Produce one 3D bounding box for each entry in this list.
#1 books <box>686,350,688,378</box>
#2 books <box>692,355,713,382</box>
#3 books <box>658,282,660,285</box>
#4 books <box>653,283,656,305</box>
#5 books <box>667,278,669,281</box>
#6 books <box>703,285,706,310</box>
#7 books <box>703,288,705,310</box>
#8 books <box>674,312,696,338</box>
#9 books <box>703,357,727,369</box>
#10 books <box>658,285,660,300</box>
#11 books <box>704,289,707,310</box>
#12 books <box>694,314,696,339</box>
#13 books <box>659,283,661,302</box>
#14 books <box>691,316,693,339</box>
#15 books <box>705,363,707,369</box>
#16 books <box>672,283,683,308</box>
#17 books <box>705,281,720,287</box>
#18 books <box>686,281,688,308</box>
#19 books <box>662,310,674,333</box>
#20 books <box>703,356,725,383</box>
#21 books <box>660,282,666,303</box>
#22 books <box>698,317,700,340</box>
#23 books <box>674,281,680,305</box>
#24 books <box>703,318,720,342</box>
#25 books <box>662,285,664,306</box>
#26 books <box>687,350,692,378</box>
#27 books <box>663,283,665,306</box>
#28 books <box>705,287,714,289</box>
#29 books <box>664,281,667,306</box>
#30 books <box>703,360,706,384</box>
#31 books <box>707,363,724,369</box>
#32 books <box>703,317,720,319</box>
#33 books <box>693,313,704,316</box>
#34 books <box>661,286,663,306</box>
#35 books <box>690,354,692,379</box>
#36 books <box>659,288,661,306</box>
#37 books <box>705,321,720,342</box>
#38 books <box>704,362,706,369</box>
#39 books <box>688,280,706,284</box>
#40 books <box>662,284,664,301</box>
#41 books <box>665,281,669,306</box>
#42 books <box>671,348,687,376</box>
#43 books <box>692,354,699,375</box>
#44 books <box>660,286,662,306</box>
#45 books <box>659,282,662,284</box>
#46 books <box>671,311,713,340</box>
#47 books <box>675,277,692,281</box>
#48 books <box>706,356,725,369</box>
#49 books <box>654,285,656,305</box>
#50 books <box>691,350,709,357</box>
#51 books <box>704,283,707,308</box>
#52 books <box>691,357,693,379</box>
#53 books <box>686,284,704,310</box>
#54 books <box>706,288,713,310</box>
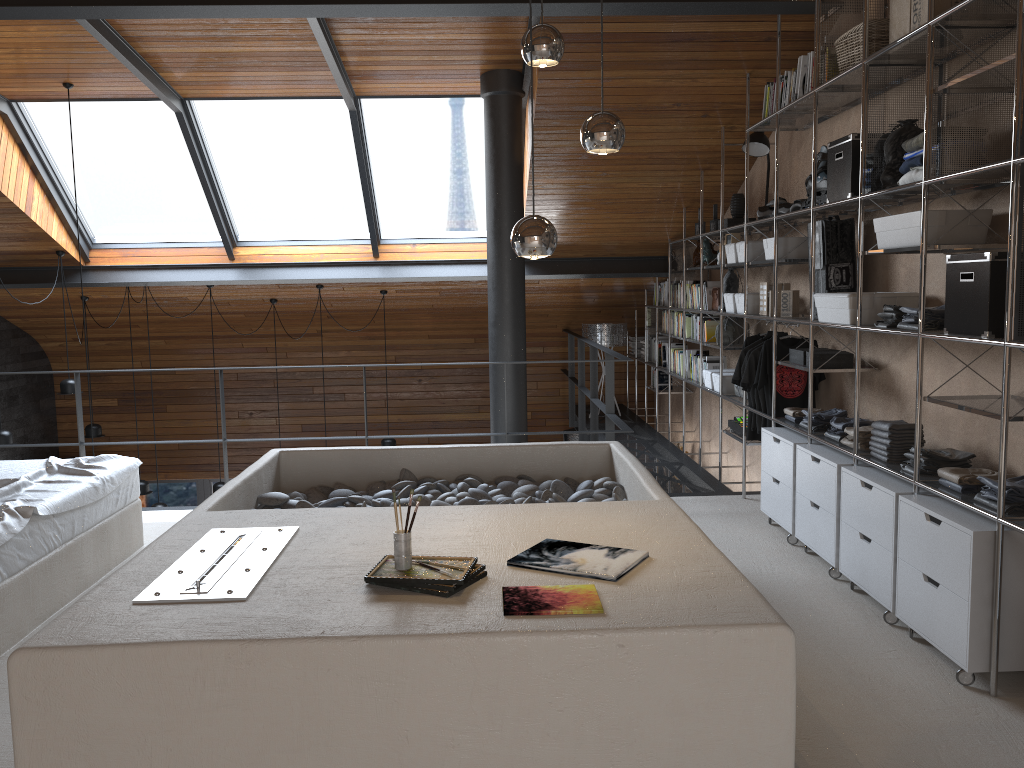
[{"bbox_3d":[1.534,-0.172,7.455,0.148,0.232,0.053,-1,6,-2],"label":"books"},{"bbox_3d":[1.565,-0.129,7.219,0.136,0.210,0.273,-1,6,-2],"label":"books"},{"bbox_3d":[1.499,-0.889,8.710,0.143,0.233,0.081,-1,6,-2],"label":"books"},{"bbox_3d":[1.494,-0.903,8.872,0.148,0.229,0.073,-1,6,-2],"label":"books"},{"bbox_3d":[1.525,-0.862,8.337,0.143,0.264,0.088,-1,6,-2],"label":"books"},{"bbox_3d":[1.557,-0.672,6.890,0.127,0.192,0.079,-1,6,-2],"label":"books"},{"bbox_3d":[1.550,-0.673,6.900,0.127,0.192,0.079,-1,6,-2],"label":"books"},{"bbox_3d":[1.520,-0.511,7.660,0.139,0.208,0.494,-1,6,-2],"label":"books"},{"bbox_3d":[1.613,-0.112,7.036,0.192,0.202,0.055,-1,6,-2],"label":"books"},{"bbox_3d":[1.490,-0.861,8.627,0.127,0.197,0.063,-1,6,-2],"label":"books"},{"bbox_3d":[1.553,-0.656,6.873,0.119,0.166,0.072,-1,6,-2],"label":"books"},{"bbox_3d":[1.590,-0.475,7.296,0.191,0.207,0.012,-1,6,-2],"label":"books"},{"bbox_3d":[1.506,-0.867,8.576,0.161,0.220,0.074,-1,6,-2],"label":"books"},{"bbox_3d":[1.559,-0.471,7.337,0.148,0.190,0.013,-1,6,-2],"label":"books"},{"bbox_3d":[1.592,-0.088,6.943,0.148,0.175,0.046,-1,6,-2],"label":"books"},{"bbox_3d":[1.514,-0.783,7.825,0.131,0.216,0.509,-1,6,-2],"label":"books"},{"bbox_3d":[1.587,-0.689,6.838,0.177,0.209,0.082,-1,6,-2],"label":"books"},{"bbox_3d":[1.521,-0.754,7.468,0.148,0.232,0.053,-1,6,-2],"label":"books"},{"bbox_3d":[1.501,-0.587,8.308,0.130,0.216,0.311,-1,6,-2],"label":"books"},{"bbox_3d":[1.607,-0.115,7.047,0.191,0.205,0.055,-1,6,-2],"label":"books"},{"bbox_3d":[1.488,-0.861,8.500,0.122,0.227,0.076,-1,6,-2],"label":"books"},{"bbox_3d":[1.568,-0.447,7.121,0.148,0.190,0.013,-1,6,-2],"label":"books"},{"bbox_3d":[1.518,-0.804,7.934,0.129,0.231,0.010,-1,6,-2],"label":"books"},{"bbox_3d":[1.562,-0.425,6.937,0.129,0.186,0.050,-1,6,-2],"label":"books"},{"bbox_3d":[1.502,-0.845,8.440,0.131,0.202,0.068,-1,6,-2],"label":"books"},{"bbox_3d":[1.536,-0.166,7.407,0.148,0.232,0.053,-1,6,-2],"label":"books"},{"bbox_3d":[1.503,-0.846,8.396,0.133,0.215,0.070,-1,6,-2],"label":"books"},{"bbox_3d":[1.555,-0.657,6.825,0.117,0.176,0.074,-1,6,-2],"label":"books"},{"bbox_3d":[1.498,-0.843,8.258,0.148,0.229,0.073,-1,6,-2],"label":"books"},{"bbox_3d":[1.591,-0.099,6.995,0.160,0.187,0.060,-1,6,-2],"label":"books"},{"bbox_3d":[1.589,-0.079,6.903,0.130,0.166,0.046,-1,6,-2],"label":"books"},{"bbox_3d":[1.577,-0.435,7.019,0.129,0.188,0.010,-1,6,-2],"label":"books"},{"bbox_3d":[1.596,-0.481,7.349,0.207,0.207,0.010,-1,6,-2],"label":"books"},{"bbox_3d":[1.499,-0.843,8.471,0.138,0.189,0.065,-1,6,-2],"label":"books"},{"bbox_3d":[1.560,-0.150,7.384,0.149,0.205,0.049,-1,6,-2],"label":"books"},{"bbox_3d":[1.479,-0.838,8.532,0.111,0.171,0.056,-1,6,-2],"label":"books"},{"bbox_3d":[1.574,-0.410,6.907,0.129,0.165,0.056,-1,6,-2],"label":"books"},{"bbox_3d":[1.587,-0.086,6.957,0.146,0.171,0.054,-1,6,-2],"label":"books"},{"bbox_3d":[1.553,-0.751,7.434,0.148,0.232,0.053,-1,6,-2],"label":"books"},{"bbox_3d":[1.501,-0.851,8.453,0.137,0.213,0.068,-1,6,-2],"label":"books"},{"bbox_3d":[1.500,-0.839,8.212,0.148,0.229,0.073,-1,6,-2],"label":"books"},{"bbox_3d":[1.519,-0.200,7.867,0.139,0.211,0.467,-1,6,-2],"label":"books"},{"bbox_3d":[1.562,-0.144,7.346,0.137,0.201,0.047,-1,6,-2],"label":"books"},{"bbox_3d":[1.482,-0.845,8.492,0.111,0.194,0.059,-1,6,-2],"label":"books"},{"bbox_3d":[1.503,-0.883,8.696,0.129,0.226,0.069,-1,6,-2],"label":"books"},{"bbox_3d":[1.539,-0.518,7.682,0.138,0.212,1.041,-1,6,-2],"label":"books"},{"bbox_3d":[1.535,-0.824,7.948,0.143,0.268,0.020,-1,6,-2],"label":"books"},{"bbox_3d":[1.592,-0.107,6.927,0.143,0.217,0.066,-1,6,-2],"label":"books"},{"bbox_3d":[1.512,-0.900,8.845,0.169,0.229,0.077,-1,6,-2],"label":"books"},{"bbox_3d":[1.568,-0.163,7.374,0.148,0.232,0.053,-1,6,-2],"label":"books"},{"bbox_3d":[1.574,-0.678,6.845,0.161,0.215,0.092,-1,6,-2],"label":"books"},{"bbox_3d":[1.552,-0.135,7.359,0.131,0.180,0.042,-1,6,-2],"label":"books"},{"bbox_3d":[1.533,-0.706,7.167,0.139,0.206,0.498,-1,6,-2],"label":"books"},{"bbox_3d":[1.550,-0.652,6.814,0.112,0.169,0.068,-1,6,-2],"label":"books"}]
